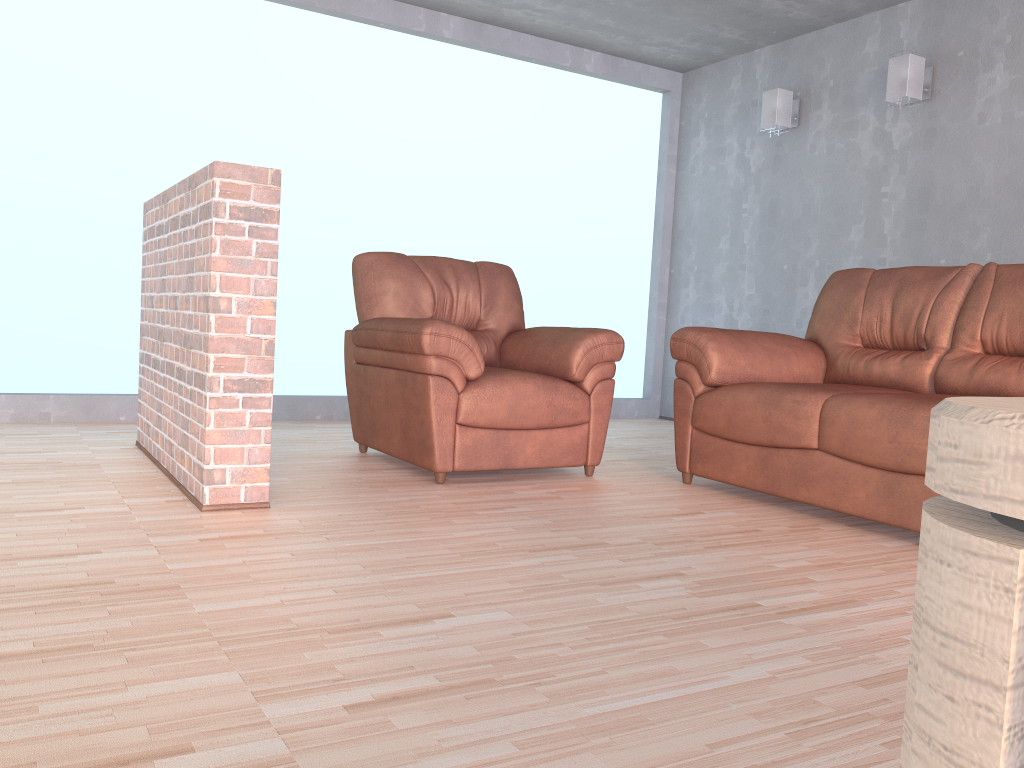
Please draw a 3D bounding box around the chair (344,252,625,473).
[{"bbox_3d":[-0.158,-0.130,3.884,0.970,0.879,0.936,1,4,-31],"label":"chair"}]

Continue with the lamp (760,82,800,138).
[{"bbox_3d":[1.629,-1.667,5.411,0.168,0.319,0.165,1,4,-31],"label":"lamp"}]

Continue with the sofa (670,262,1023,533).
[{"bbox_3d":[1.613,0.002,3.064,0.981,0.923,2.202,1,4,-31],"label":"sofa"}]

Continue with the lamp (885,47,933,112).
[{"bbox_3d":[2.080,-1.592,4.655,0.177,0.319,0.165,1,4,-31],"label":"lamp"}]

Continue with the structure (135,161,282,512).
[{"bbox_3d":[-1.184,-0.197,3.325,0.211,1.057,1.422,1,4,-31],"label":"structure"}]
